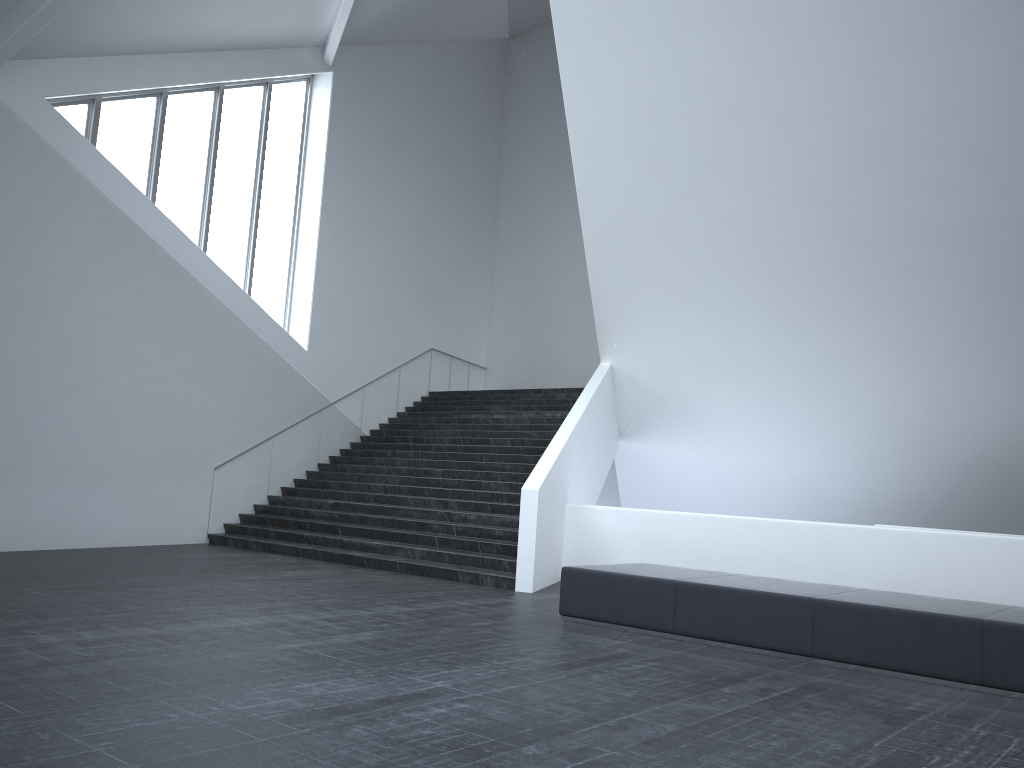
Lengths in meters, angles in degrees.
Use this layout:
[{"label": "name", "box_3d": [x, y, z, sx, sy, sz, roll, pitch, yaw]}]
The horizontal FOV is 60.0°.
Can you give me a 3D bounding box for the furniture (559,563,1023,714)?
[{"label": "furniture", "box_3d": [3.142, 1.978, 6.846, 5.742, 0.580, 1.488, -2, -9, 38]}]
